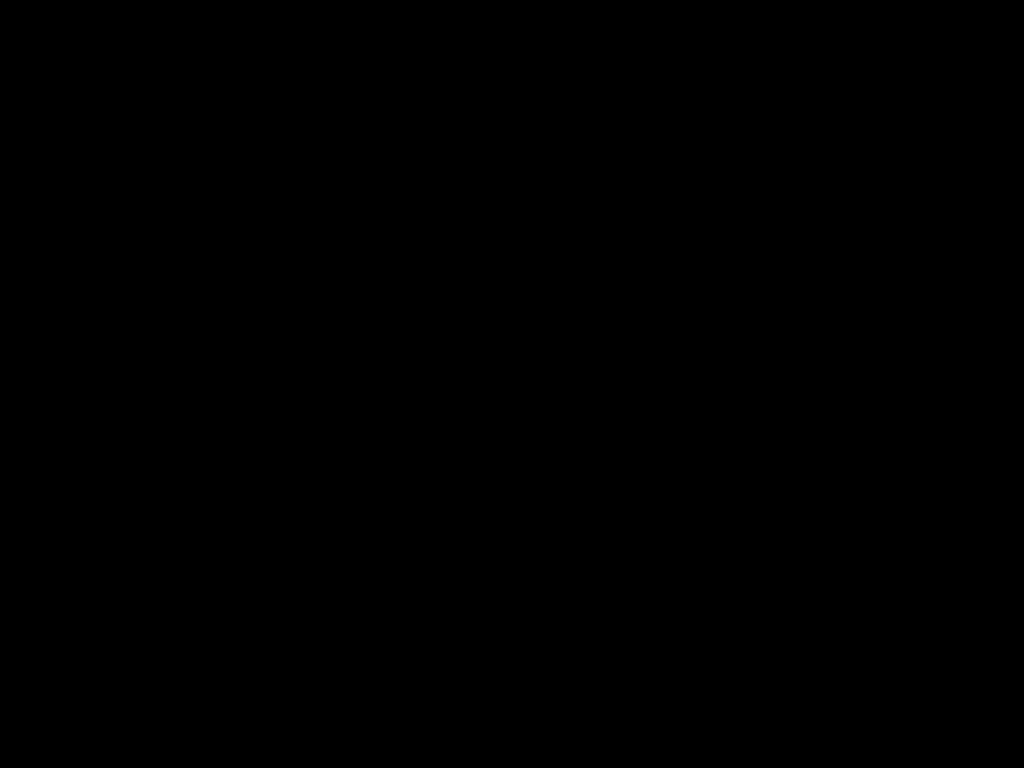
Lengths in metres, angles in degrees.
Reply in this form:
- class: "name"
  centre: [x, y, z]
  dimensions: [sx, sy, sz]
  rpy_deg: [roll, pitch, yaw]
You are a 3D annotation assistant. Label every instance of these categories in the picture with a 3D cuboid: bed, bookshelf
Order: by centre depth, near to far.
- class: "bed"
  centre: [-0.339, -0.372, 1.118]
  dimensions: [2.087, 0.994, 3.009]
  rpy_deg: [5, -2, 12]
- class: "bookshelf"
  centre: [-0.011, 0.069, 2.892]
  dimensions: [1.495, 0.303, 0.643]
  rpy_deg: [5, -2, 12]

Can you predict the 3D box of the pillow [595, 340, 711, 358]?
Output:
- class: "pillow"
  centre: [0.277, -0.179, 2.593]
  dimensions: [0.498, 0.241, 0.470]
  rpy_deg: [6, -2, -23]
